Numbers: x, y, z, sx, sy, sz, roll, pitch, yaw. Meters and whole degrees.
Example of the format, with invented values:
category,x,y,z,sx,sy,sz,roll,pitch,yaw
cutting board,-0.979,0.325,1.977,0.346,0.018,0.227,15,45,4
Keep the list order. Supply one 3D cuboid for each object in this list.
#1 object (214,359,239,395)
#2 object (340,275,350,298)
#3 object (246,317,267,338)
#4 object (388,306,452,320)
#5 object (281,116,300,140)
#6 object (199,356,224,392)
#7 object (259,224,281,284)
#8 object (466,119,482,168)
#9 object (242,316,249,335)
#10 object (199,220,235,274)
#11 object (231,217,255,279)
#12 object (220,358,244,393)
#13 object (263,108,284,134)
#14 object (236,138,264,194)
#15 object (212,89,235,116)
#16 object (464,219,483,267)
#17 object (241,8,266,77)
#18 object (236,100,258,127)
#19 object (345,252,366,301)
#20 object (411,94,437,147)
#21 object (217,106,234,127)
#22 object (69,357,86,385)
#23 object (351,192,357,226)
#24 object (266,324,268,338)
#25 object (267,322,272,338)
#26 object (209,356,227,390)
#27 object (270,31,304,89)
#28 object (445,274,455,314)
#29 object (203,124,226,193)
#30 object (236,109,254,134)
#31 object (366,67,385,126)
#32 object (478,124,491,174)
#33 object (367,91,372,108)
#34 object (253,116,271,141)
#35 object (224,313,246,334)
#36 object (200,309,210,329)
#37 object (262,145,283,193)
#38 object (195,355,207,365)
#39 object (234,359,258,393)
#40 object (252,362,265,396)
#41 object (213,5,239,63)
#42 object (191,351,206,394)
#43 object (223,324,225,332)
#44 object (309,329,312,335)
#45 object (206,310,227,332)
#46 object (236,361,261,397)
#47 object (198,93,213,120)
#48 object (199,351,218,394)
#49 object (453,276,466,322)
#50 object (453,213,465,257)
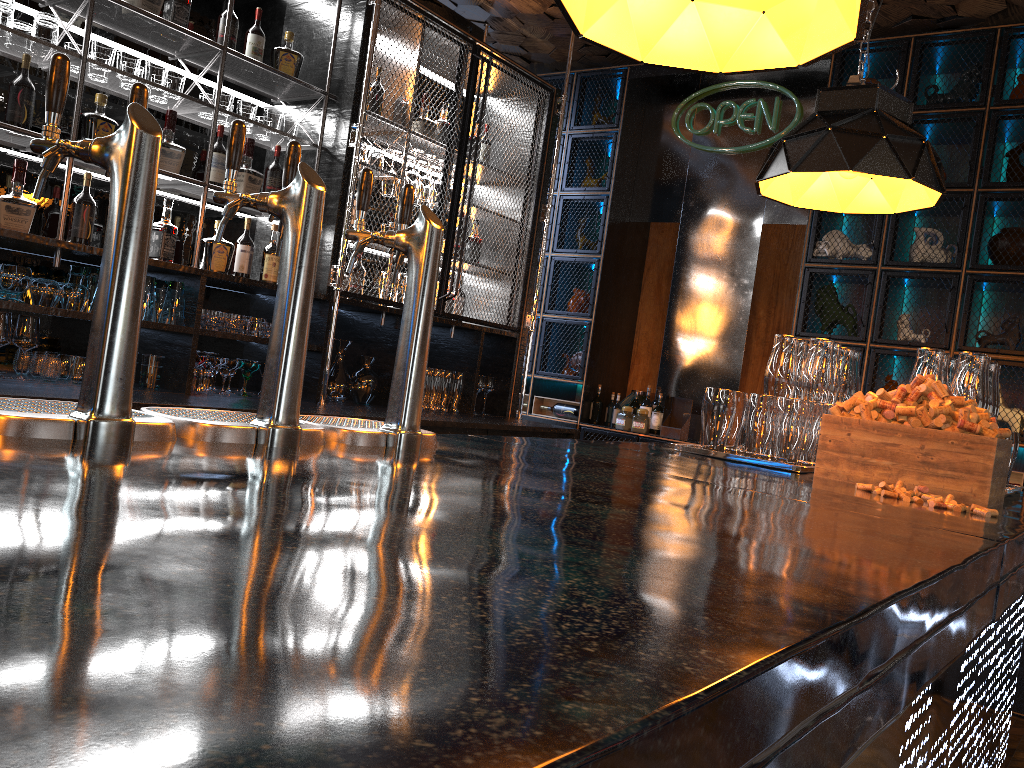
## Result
category,x,y,z,sx,sy,sz,roll,pitch,yaw
object,-1.254,-0.030,3.866,0.106,0.148,0.106,8,1,-35
object,-0.901,-0.566,4.495,0.123,0.279,0.123,8,1,25
object,-1.132,-0.252,3.936,0.084,0.082,0.084,8,1,19
object,-0.562,-0.392,4.917,0.273,0.019,0.437,9,1,36
object,-1.032,-1.183,4.108,0.089,0.092,0.089,8,1,22
object,-1.346,-0.043,3.937,0.106,0.148,0.106,8,1,-22
object,-1.137,-0.605,4.192,0.080,0.299,0.080,9,1,39
object,-0.231,-1.427,5.247,0.083,0.282,0.083,7,1,-39
object,-1.220,-0.265,3.979,0.084,0.082,0.084,9,1,43
object,-1.316,-0.602,3.950,0.151,0.248,0.094,7,1,-45
object,-1.233,-0.617,4.083,0.086,0.298,0.086,8,1,-5
object,-1.280,-0.035,4.031,0.106,0.148,0.106,8,1,-25
object,-1.086,-1.190,4.023,0.089,0.092,0.089,8,1,-14
object,-1.201,-0.969,4.008,0.123,0.279,0.123,8,1,25
object,-1.246,-1.210,3.818,0.089,0.092,0.089,8,1,22
object,-0.232,-0.852,5.362,0.083,0.282,0.083,7,1,-44
object,-1.164,-1.552,4.016,0.086,0.298,0.086,8,1,-5
object,-1.185,-1.203,3.952,0.089,0.092,0.089,9,1,36
object,-0.813,-0.567,4.641,0.086,0.299,0.086,8,1,-5
object,-0.491,-1.458,4.893,0.123,0.279,0.123,9,1,40
object,-1.312,-1.222,4.020,0.089,0.092,0.089,8,1,22
object,-1.618,-0.048,3.317,0.067,0.099,0.067,8,1,8
object,-0.800,-0.930,4.604,0.086,0.298,0.086,8,1,-5
object,-1.161,-0.253,4.123,0.088,0.070,0.098,8,1,-31
object,-1.084,-0.241,4.064,0.088,0.070,0.098,8,1,-18
object,-1.373,-0.049,4.097,0.106,0.148,0.106,8,1,-15
object,-1.049,-1.510,4.126,0.151,0.248,0.094,8,1,-25
object,-0.387,-0.505,5.224,0.083,0.282,0.083,8,1,21
object,-1.300,-0.993,3.906,0.086,0.298,0.086,8,1,-5
object,-1.231,-1.211,4.090,0.089,0.092,0.089,8,1,22
object,-0.707,-1.494,4.596,0.086,0.297,0.086,8,1,-5
object,-0.170,-1.428,5.375,0.086,0.298,0.086,8,1,0
object,-0.783,-1.493,4.465,0.123,0.279,0.123,7,1,-45
object,-1.176,-1.205,4.186,0.089,0.092,0.089,8,1,-14
object,-1.202,-0.260,3.840,0.084,0.082,0.084,8,1,-36
object,-1.310,-0.274,3.698,0.084,0.082,0.084,8,1,29
object,-1.114,-0.970,4.154,0.086,0.299,0.086,8,1,-5
object,-1.441,-0.058,4.005,0.106,0.148,0.106,8,1,-35
object,-1.271,-0.038,4.224,0.107,0.152,0.107,9,1,42
object,-1.165,-0.022,4.151,0.107,0.152,0.107,7,1,-40
object,-1.238,-1.561,3.866,0.086,0.299,0.086,8,1,-5
object,-1.330,-0.051,3.683,0.089,0.174,0.089,8,1,-3
object,-1.269,-0.271,3.913,0.084,0.082,0.084,8,1,-26
object,-0.985,-0.228,4.117,0.088,0.070,0.098,7,1,-44
object,-1.260,-0.268,3.762,0.084,0.082,0.084,9,1,37
object,-1.186,-0.021,3.962,0.106,0.148,0.106,7,1,-44
object,-1.343,-1.225,3.920,0.089,0.092,0.089,8,1,-9
object,-1.314,-0.050,3.805,0.089,0.174,0.089,8,1,-3
object,-0.323,-0.504,5.333,0.086,0.298,0.086,8,1,-5
object,-0.313,-0.871,5.254,0.086,0.299,0.086,8,1,-5
